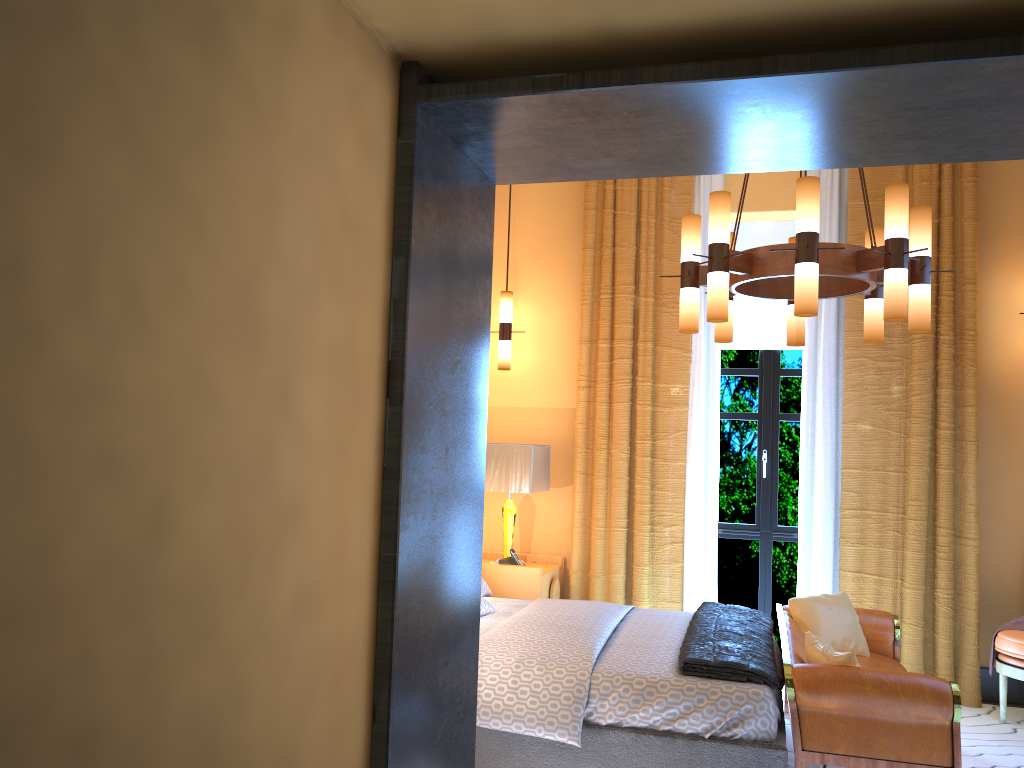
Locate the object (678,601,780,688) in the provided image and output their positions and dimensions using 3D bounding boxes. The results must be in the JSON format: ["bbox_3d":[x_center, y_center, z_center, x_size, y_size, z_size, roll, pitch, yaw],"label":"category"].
[{"bbox_3d":[1.017,1.172,4.120,0.405,0.104,1.463,1,-4,15],"label":"object"}]

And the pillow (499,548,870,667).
[{"bbox_3d":[1.058,1.207,4.746,1.147,0.406,2.629,5,-5,-33],"label":"pillow"}]

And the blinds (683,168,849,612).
[{"bbox_3d":[1.591,-0.175,5.657,2.050,4.071,0.237,1,-3,13],"label":"blinds"}]

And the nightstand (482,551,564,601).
[{"bbox_3d":[-0.068,1.475,5.730,0.720,0.689,0.681,1,-4,16],"label":"nightstand"}]

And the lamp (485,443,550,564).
[{"bbox_3d":[-0.022,0.784,5.664,0.424,0.801,0.506,1,-3,16],"label":"lamp"}]

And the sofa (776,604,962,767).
[{"bbox_3d":[1.550,1.429,4.040,0.650,0.639,1.617,1,-4,16],"label":"sofa"}]

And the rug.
[{"bbox_3d":[1.065,1.720,3.897,3.702,0.016,3.392,1,-4,16],"label":"rug"}]

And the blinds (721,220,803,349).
[{"bbox_3d":[1.744,-0.668,5.967,1.200,0.872,0.013,1,-3,16],"label":"blinds"}]

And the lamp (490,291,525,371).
[{"bbox_3d":[-0.044,-0.360,6.005,0.199,0.531,0.199,4,-4,-29],"label":"lamp"}]

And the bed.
[{"bbox_3d":[0.236,1.266,4.337,2.106,0.823,1.891,1,-4,15],"label":"bed"}]

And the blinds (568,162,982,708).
[{"bbox_3d":[1.607,-0.204,5.568,2.450,4.141,0.134,1,-3,16],"label":"blinds"}]

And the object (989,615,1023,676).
[{"bbox_3d":[2.957,1.551,4.720,0.429,0.571,0.803,4,-4,-27],"label":"object"}]

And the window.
[{"bbox_3d":[1.710,0.393,5.922,1.200,2.997,0.130,1,-3,16],"label":"window"}]

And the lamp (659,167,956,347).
[{"bbox_3d":[1.296,-1.306,3.929,1.141,2.166,1.142,-1,-4,38],"label":"lamp"}]

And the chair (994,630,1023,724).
[{"bbox_3d":[2.951,1.281,4.846,0.633,1.146,0.500,5,-4,-41],"label":"chair"}]
